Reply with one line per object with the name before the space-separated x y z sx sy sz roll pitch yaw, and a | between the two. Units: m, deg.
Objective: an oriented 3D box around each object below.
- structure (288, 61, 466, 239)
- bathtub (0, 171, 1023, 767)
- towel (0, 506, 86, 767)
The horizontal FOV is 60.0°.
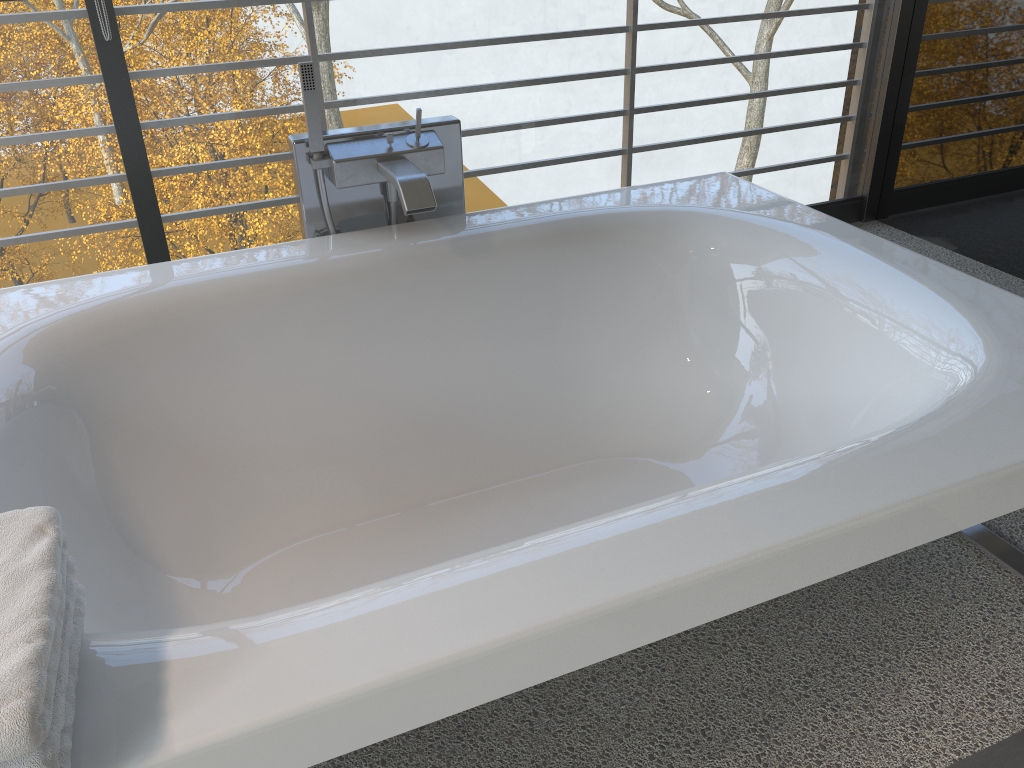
structure | -0.255 -0.295 2.081 0.402 0.881 0.331 -13 31 -20
bathtub | -0.051 0.144 1.667 1.959 0.502 1.332 -13 31 -19
towel | -0.579 0.283 0.818 0.322 0.144 0.306 -12 31 -17
